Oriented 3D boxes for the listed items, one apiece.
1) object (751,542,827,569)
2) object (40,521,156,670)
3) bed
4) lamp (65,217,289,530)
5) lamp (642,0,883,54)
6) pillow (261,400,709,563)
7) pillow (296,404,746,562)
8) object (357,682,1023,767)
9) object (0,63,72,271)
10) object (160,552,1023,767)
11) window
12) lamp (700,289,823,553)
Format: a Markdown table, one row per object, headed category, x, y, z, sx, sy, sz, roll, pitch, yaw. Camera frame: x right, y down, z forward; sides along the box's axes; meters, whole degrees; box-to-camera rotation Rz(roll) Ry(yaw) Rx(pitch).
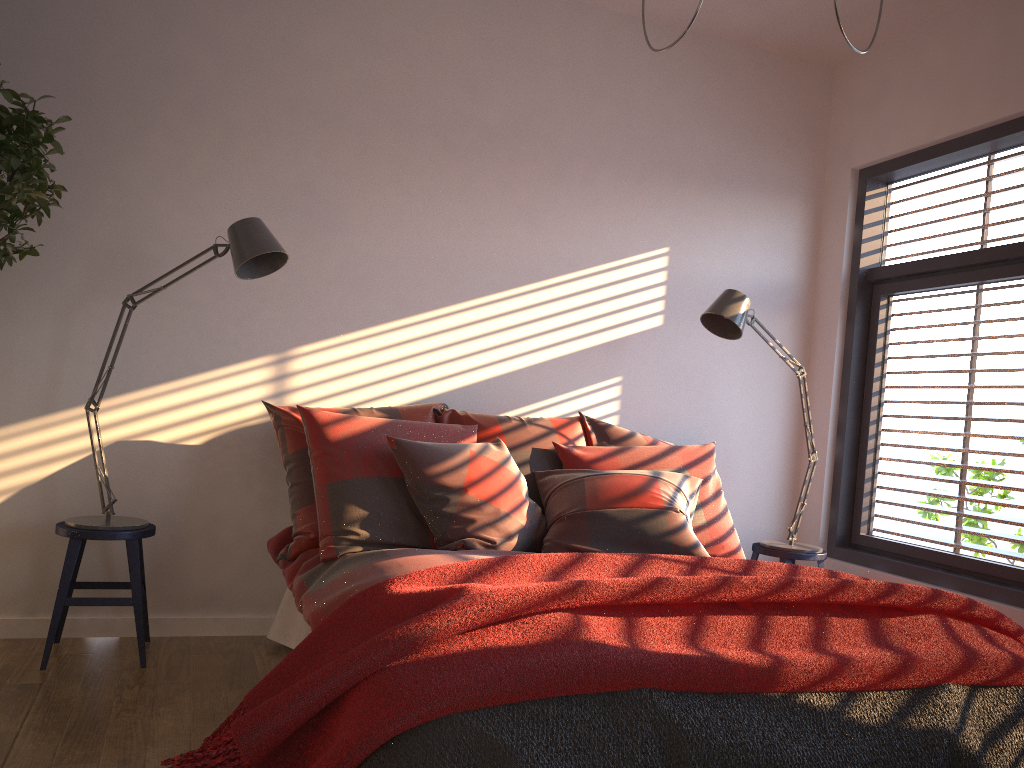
| category | x | y | z | sx | sy | sz | roll | pitch | yaw |
| --- | --- | --- | --- | --- | --- | --- | --- | --- | --- |
| object | 1.268 | 1.001 | 4.121 | 0.339 | 0.480 | 0.341 | 4 | 0 | -22 |
| object | -1.495 | 0.754 | 3.237 | 0.338 | 0.480 | 0.341 | 4 | 0 | -20 |
| bed | 0.336 | 0.743 | 2.887 | 2.039 | 0.770 | 2.311 | 5 | -2 | -20 |
| lamp | -1.198 | -0.032 | 3.138 | 0.787 | 1.128 | 0.279 | 5 | 1 | 21 |
| lamp | 0.528 | -1.291 | 1.601 | 1.102 | 1.079 | 1.245 | 5 | -1 | -20 |
| pillow | 0.157 | 0.461 | 3.459 | 2.145 | 0.734 | 1.143 | 5 | -1 | -22 |
| pillow | 0.073 | 0.426 | 3.462 | 1.816 | 0.552 | 0.527 | 5 | -1 | -19 |
| object | 0.611 | 0.837 | 2.135 | 2.509 | 0.568 | 1.120 | 5 | -1 | -20 |
| object | -1.861 | -0.060 | 2.719 | 0.813 | 2.021 | 0.800 | 4 | 1 | -17 |
| object | 0.531 | 0.805 | 2.256 | 2.648 | 0.660 | 0.682 | 5 | -1 | -19 |
| window | 2.185 | -0.100 | 3.224 | 0.170 | 1.941 | 2.633 | 4 | -1 | -20 |
| lamp | 1.115 | 0.178 | 3.981 | 0.790 | 1.128 | 0.278 | 4 | 1 | -28 |
